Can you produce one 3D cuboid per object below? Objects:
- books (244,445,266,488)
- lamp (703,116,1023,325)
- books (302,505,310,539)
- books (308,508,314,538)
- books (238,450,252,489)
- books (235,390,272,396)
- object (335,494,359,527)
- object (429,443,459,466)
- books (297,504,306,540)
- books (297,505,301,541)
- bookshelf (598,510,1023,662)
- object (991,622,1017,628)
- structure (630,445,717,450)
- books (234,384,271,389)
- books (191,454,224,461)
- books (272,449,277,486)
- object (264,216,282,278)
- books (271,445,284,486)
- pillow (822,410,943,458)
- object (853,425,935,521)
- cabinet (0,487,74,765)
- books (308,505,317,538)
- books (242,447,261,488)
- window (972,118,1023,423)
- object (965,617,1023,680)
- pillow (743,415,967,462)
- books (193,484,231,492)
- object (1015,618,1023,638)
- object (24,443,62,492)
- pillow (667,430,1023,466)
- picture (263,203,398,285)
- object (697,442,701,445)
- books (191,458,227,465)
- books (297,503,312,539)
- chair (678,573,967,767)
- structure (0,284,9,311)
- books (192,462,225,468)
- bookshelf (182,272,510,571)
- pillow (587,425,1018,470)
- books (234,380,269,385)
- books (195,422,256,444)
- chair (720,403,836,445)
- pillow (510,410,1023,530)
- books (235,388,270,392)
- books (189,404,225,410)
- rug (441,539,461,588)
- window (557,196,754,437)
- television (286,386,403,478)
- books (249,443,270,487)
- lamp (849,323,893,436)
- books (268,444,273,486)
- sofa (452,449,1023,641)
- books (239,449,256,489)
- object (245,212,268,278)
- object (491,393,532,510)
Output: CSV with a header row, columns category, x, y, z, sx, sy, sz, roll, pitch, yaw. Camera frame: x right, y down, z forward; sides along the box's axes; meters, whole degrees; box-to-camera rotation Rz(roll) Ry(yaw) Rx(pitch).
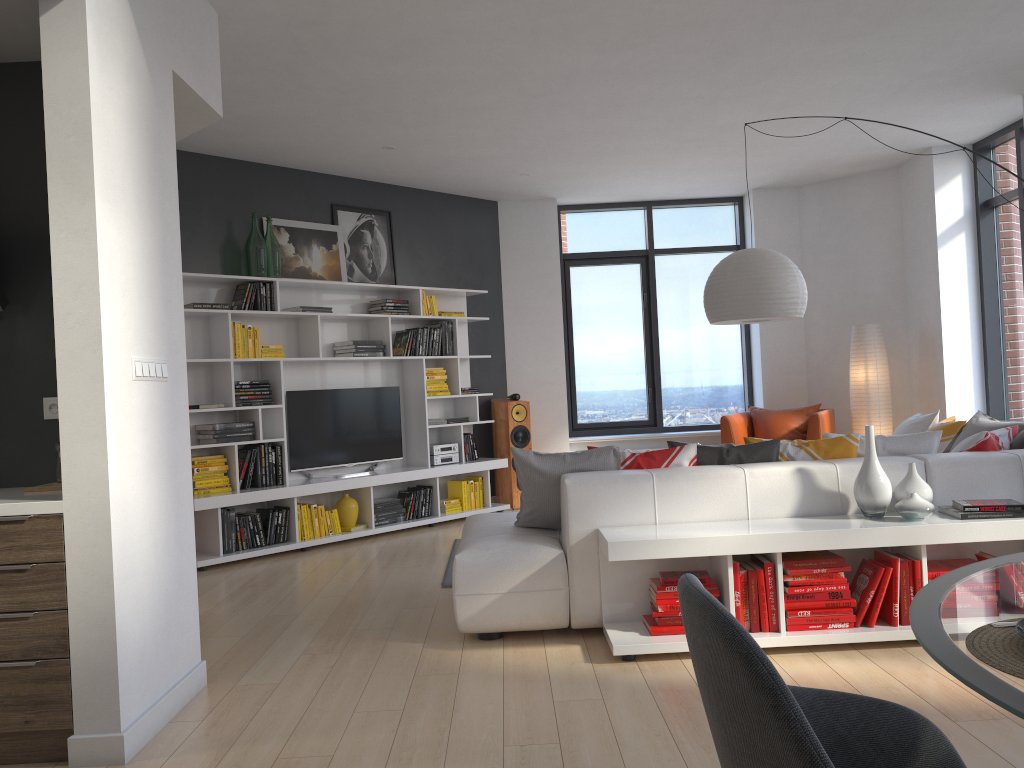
category,x,y,z,sx,sy,sz,roll,pitch,yaw
books,-1.918,0.612,6.628,0.237,0.314,0.034,-3,0,44
lamp,2.550,-0.295,4.580,3.199,2.647,0.710,-3,0,35
books,-1.623,1.045,6.740,0.198,0.258,0.066,-3,0,44
books,-1.575,1.059,6.761,0.156,0.230,0.042,-3,0,43
books,-2.029,0.631,6.530,0.232,0.284,0.142,-3,0,44
books,-1.963,0.070,6.602,0.284,0.030,0.214,-3,0,-37
object,-1.314,1.002,7.053,0.185,0.257,0.185,-3,0,22
object,-0.662,0.623,7.867,0.270,0.174,0.285,-3,0,44
books,-1.644,1.040,6.710,0.213,0.271,0.048,-3,0,44
books,-1.657,1.040,6.668,0.204,0.270,0.029,-3,0,44
bookshelf,1.694,0.820,3.761,2.600,0.500,0.356,-3,0,-1
object,0.751,0.320,1.066,0.206,0.015,0.309,-3,0,4
structure,1.591,0.870,8.910,1.474,0.460,0.110,-3,0,-1
books,-1.979,0.020,6.622,0.284,0.030,0.214,-3,0,-37
books,-2.223,0.531,6.384,0.234,0.024,0.171,-3,0,-41
books,-1.847,0.628,6.694,0.200,0.272,0.028,-3,0,44
object,-1.858,-1.042,6.825,0.157,0.507,0.157,-3,0,-32
books,-1.821,0.616,6.724,0.230,0.297,0.051,-3,0,44
pillow,2.217,0.412,5.228,0.580,0.456,2.156,-3,0,25
object,1.637,0.374,3.822,0.316,0.398,0.319,-3,0,23
cabinet,-2.492,0.017,1.085,2.402,2.501,4.694,-3,0,-1
books,-1.564,1.045,6.780,0.180,0.252,0.041,-3,0,44
books,-1.936,0.621,6.602,0.213,0.301,0.028,-3,0,44
window,4.045,-0.837,6.847,0.170,2.402,1.310,-3,0,-1
object,0.750,0.328,1.073,0.360,0.002,0.360,-3,0,-26
pillow,2.023,0.439,4.976,2.095,0.440,0.630,-3,0,-44
books,-2.189,0.739,6.354,0.269,0.025,0.213,-3,0,-43
object,0.756,0.289,1.073,0.258,0.074,0.258,-3,0,-20
object,-1.616,0.227,3.326,0.330,0.316,0.221,-3,0,-1
pillow,1.826,0.430,4.438,2.120,0.436,0.608,-3,0,-5
picture,-1.480,-1.154,7.362,0.076,0.707,1.279,-3,0,44
object,1.170,0.528,5.952,0.330,0.265,0.330,-3,0,24
books,-2.198,0.555,6.374,0.234,0.024,0.171,-3,0,-41
books,-1.601,1.041,6.760,0.202,0.267,0.038,-3,0,45
chair,0.532,0.666,1.045,0.619,0.891,0.655,-3,0,1
structure,-2.396,-0.733,3.231,0.898,0.998,0.407,-3,0,-1
books,-2.205,0.579,6.371,0.238,0.023,0.167,-3,0,-30
bookshelf,-1.277,0.211,7.196,0.455,2.052,3.000,-3,0,44
pillow,1.501,0.473,4.427,2.250,0.449,0.575,-3,0,-3
books,-1.961,-0.009,6.603,0.246,0.026,0.180,-3,0,-38
books,-2.096,0.356,6.487,0.277,0.137,0.343,-3,0,44
chair,2.468,0.620,8.089,0.896,0.858,0.843,-3,0,32
pillow,1.400,0.449,4.758,2.953,0.453,0.647,-3,0,-13
books,-1.968,0.045,6.604,0.264,0.020,0.189,-3,0,-42
books,-2.216,0.163,6.330,0.266,0.030,0.209,-3,0,38
rug,0.732,1.123,5.977,2.326,0.016,1.662,-3,0,-1
window,1.476,-0.694,9.248,1.960,2.402,0.170,-3,0,-1
television,-1.351,0.389,7.266,0.207,0.704,1.102,-3,0,44
books,-1.898,0.605,6.654,0.237,0.326,0.026,-3,0,44
lamp,3.344,0.231,7.819,0.502,1.550,0.804,-3,0,-40
books,-1.876,0.610,6.675,0.239,0.315,0.034,-3,0,44
sofa,1.416,0.725,5.244,3.424,0.732,2.614,-3,0,-1
books,-1.980,0.626,6.554,0.210,0.289,0.100,-3,0,43
object,-1.926,-1.039,6.674,0.157,0.507,0.157,-3,0,-32
object,-0.023,0.636,8.457,0.290,1.088,0.434,-3,0,-31
